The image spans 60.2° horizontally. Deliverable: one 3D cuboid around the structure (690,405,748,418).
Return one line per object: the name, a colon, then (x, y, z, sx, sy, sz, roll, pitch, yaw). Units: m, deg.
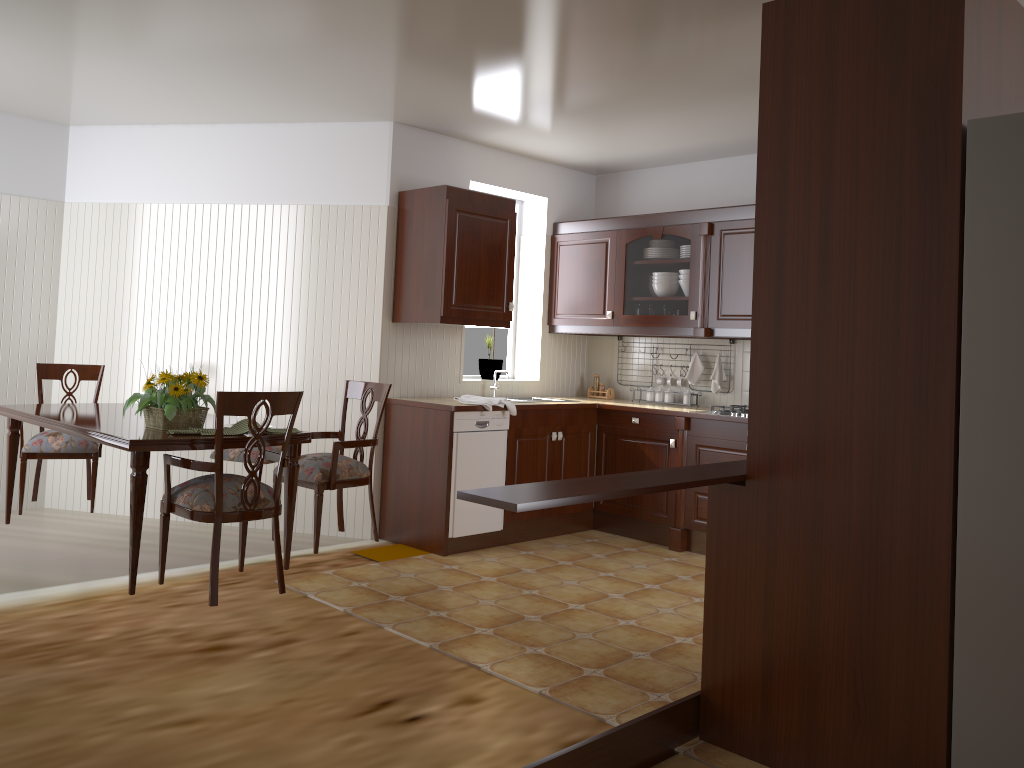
structure: (1.513, 0.169, 5.074, 0.589, 0.046, 0.817, 0, 3, -45)

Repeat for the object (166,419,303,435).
object: (-1.064, 0.166, 3.440, 0.527, 0.056, 0.167, 1, 2, -32)

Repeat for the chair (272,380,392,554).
chair: (-0.845, 0.364, 4.143, 0.405, 0.748, 0.458, 1, -2, 42)

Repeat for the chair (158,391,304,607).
chair: (-1.054, 0.387, 3.304, 0.403, 0.748, 0.460, 4, -2, -45)

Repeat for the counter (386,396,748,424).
counter: (0.878, 0.184, 4.849, 1.820, 0.032, 2.787, 0, 3, -45)

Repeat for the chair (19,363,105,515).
chair: (-2.359, 0.274, 4.659, 0.404, 0.748, 0.459, 3, -1, -23)

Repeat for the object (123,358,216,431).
object: (-1.362, 0.040, 3.535, 0.299, 0.338, 0.317, 2, 0, 37)

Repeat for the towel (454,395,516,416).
towel: (-0.140, 0.122, 5.040, 0.343, 0.097, 0.329, 3, 2, 8)

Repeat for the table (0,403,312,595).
table: (-1.638, 0.428, 3.878, 1.680, 0.559, 0.733, 4, 2, 45)

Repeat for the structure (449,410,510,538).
structure: (-0.309, 0.516, 5.059, 0.379, 0.749, 0.423, 1, -2, 45)

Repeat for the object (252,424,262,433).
object: (-1.019, 0.171, 3.451, 0.046, 0.046, 0.146, 3, 2, -32)

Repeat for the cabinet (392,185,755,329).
cabinet: (0.774, -0.667, 4.741, 1.365, 0.780, 2.785, 1, 2, -45)
